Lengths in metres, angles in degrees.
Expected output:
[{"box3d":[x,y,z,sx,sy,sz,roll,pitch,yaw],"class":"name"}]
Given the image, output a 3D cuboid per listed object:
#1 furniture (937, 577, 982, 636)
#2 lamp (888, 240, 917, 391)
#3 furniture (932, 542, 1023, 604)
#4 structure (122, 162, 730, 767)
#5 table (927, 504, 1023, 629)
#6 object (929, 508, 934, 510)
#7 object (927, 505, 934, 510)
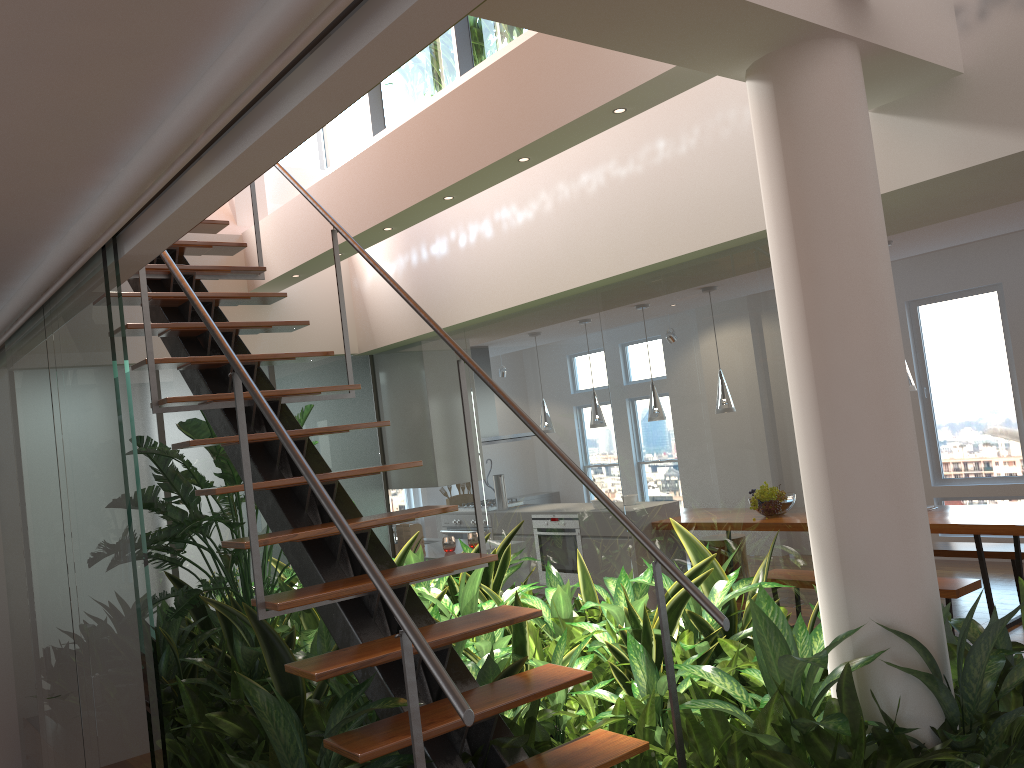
[{"box3d":[2.238,1.442,5.702,0.316,0.389,1.433,-4,-4,-38],"class":"furniture"},{"box3d":[2.490,-0.474,5.813,0.160,1.060,0.160,-6,-3,-11],"class":"lamp"},{"box3d":[3.172,1.370,6.441,0.316,0.389,1.433,-4,-4,-38],"class":"furniture"},{"box3d":[-0.548,-0.398,4.113,2.552,4.265,4.591,-4,-4,-38],"class":"structure"},{"box3d":[1.480,1.484,7.665,0.893,0.704,5.996,-4,-4,-38],"class":"table"},{"box3d":[2.911,0.859,6.136,0.158,0.017,0.019,-4,-4,-43],"class":"object"},{"box3d":[2.836,0.873,6.211,0.222,0.020,0.222,-10,-4,44],"class":"object"}]
